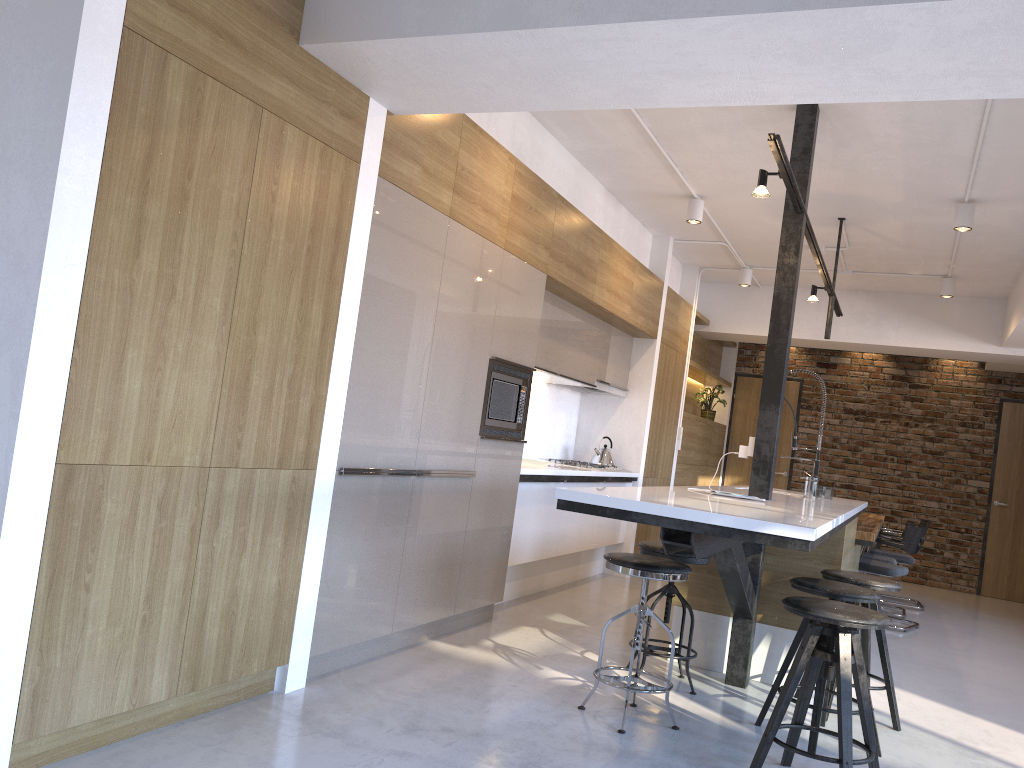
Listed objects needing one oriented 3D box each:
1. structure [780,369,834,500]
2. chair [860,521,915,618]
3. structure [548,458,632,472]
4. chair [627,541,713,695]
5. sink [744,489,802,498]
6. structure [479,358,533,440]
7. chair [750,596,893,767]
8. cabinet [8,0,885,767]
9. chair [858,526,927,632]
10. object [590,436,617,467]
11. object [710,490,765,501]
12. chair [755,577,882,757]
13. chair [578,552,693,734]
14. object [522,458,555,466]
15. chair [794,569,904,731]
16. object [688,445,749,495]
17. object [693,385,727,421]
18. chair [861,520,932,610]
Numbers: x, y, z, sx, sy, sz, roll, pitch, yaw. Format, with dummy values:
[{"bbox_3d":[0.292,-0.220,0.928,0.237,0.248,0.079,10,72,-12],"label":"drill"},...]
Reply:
[{"bbox_3d":[1.999,0.329,5.686,0.507,0.812,0.392,9,-3,-26],"label":"structure"},{"bbox_3d":[3.047,1.499,7.420,0.540,0.768,0.520,7,-3,24],"label":"chair"},{"bbox_3d":[0.602,0.664,7.077,0.496,0.063,0.860,6,-3,24],"label":"structure"},{"bbox_3d":[0.731,1.081,4.171,0.357,0.635,0.357,8,-2,3],"label":"chair"},{"bbox_3d":[1.675,0.810,5.726,0.406,0.203,0.707,6,-3,24],"label":"sink"},{"bbox_3d":[-0.203,0.075,4.879,0.396,0.397,0.597,7,-3,24],"label":"structure"},{"bbox_3d":[1.063,1.069,3.010,0.366,0.630,0.367,6,-3,39],"label":"chair"},{"bbox_3d":[1.300,0.141,6.197,2.472,2.870,9.127,7,-3,24],"label":"cabinet"},{"bbox_3d":[2.840,1.439,6.803,0.540,0.768,0.520,6,-3,39],"label":"chair"},{"bbox_3d":[0.763,0.546,7.280,0.222,0.234,0.222,7,-3,14],"label":"object"},{"bbox_3d":[1.041,0.520,4.105,0.240,0.013,0.188,7,-3,9],"label":"object"},{"bbox_3d":[1.274,1.128,3.600,0.366,0.630,0.365,9,-3,-21],"label":"chair"},{"bbox_3d":[0.503,1.016,3.543,0.356,0.635,0.358,9,-3,-21],"label":"chair"},{"bbox_3d":[0.136,0.525,5.976,0.309,0.034,0.310,5,-4,38],"label":"object"},{"bbox_3d":[1.565,1.192,4.062,0.367,0.630,0.367,8,-2,-1],"label":"chair"},{"bbox_3d":[1.002,0.407,4.333,0.418,0.246,0.214,10,-4,-45],"label":"object"},{"bbox_3d":[2.297,0.239,10.237,0.390,0.475,0.344,9,-3,-31],"label":"object"},{"bbox_3d":[3.457,1.586,8.010,0.540,0.768,0.520,7,-3,19],"label":"chair"}]
